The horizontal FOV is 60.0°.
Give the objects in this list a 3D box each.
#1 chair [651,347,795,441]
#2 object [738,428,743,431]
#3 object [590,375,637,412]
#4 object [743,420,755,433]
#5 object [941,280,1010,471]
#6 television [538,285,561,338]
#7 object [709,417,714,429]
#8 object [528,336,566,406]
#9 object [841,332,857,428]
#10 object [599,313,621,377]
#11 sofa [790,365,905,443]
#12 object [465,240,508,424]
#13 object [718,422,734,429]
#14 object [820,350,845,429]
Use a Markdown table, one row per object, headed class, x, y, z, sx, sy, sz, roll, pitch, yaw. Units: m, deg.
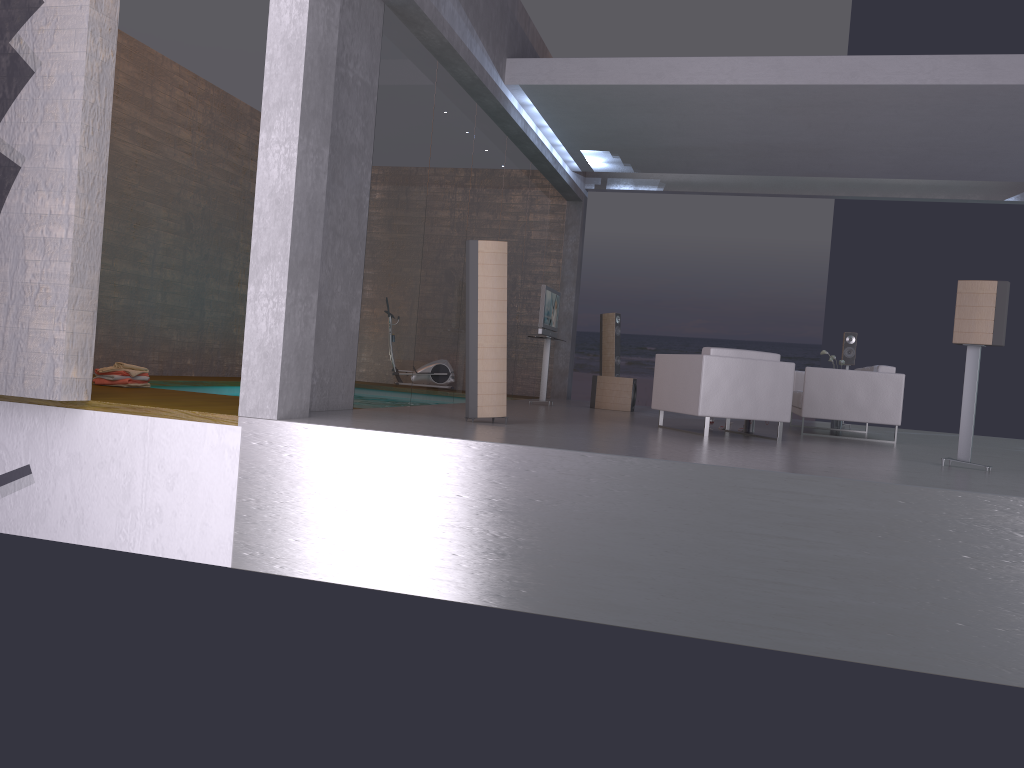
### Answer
| class | x | y | z | sx | sy | sz | roll | pitch | yaw |
| --- | --- | --- | --- | --- | --- | --- | --- | --- | --- |
| chair | 1.976 | 0.071 | 8.453 | 0.936 | 0.808 | 1.026 | 4 | 1 | -16 |
| object | 2.428 | 0.453 | 9.263 | 0.079 | 0.087 | 0.235 | 5 | 1 | -8 |
| object | 1.431 | 0.130 | 12.457 | 0.604 | 0.459 | 0.514 | 5 | 1 | 14 |
| object | 2.433 | 0.282 | 9.042 | 0.109 | 0.435 | 0.109 | 6 | 1 | 41 |
| object | 3.363 | -0.065 | 6.442 | 0.243 | 1.363 | 0.333 | 4 | 1 | -45 |
| television | 0.514 | -0.971 | 12.051 | 0.054 | 0.644 | 1.000 | 5 | 1 | 14 |
| object | 2.050 | 0.351 | 9.178 | 0.091 | 0.233 | 0.091 | 6 | 1 | 42 |
| object | 0.449 | -0.195 | 12.067 | 0.360 | 0.958 | 0.818 | 5 | 1 | 14 |
| object | 4.823 | -0.054 | 12.791 | 0.243 | 1.363 | 0.333 | 5 | 1 | 20 |
| object | 1.549 | -0.397 | 14.159 | 0.444 | 1.469 | 0.244 | 5 | 1 | 39 |
| sofa | 3.907 | 0.182 | 10.594 | 1.026 | 0.824 | 2.353 | 5 | 1 | 14 |
| object | -0.220 | -0.425 | 7.188 | 0.444 | 1.473 | 0.244 | 4 | 1 | -31 |
| object | 2.241 | 0.437 | 9.319 | 0.079 | 0.087 | 0.235 | 4 | 1 | -19 |
| object | 4.391 | 0.081 | 11.985 | 0.400 | 1.051 | 0.387 | 4 | 1 | -38 |
